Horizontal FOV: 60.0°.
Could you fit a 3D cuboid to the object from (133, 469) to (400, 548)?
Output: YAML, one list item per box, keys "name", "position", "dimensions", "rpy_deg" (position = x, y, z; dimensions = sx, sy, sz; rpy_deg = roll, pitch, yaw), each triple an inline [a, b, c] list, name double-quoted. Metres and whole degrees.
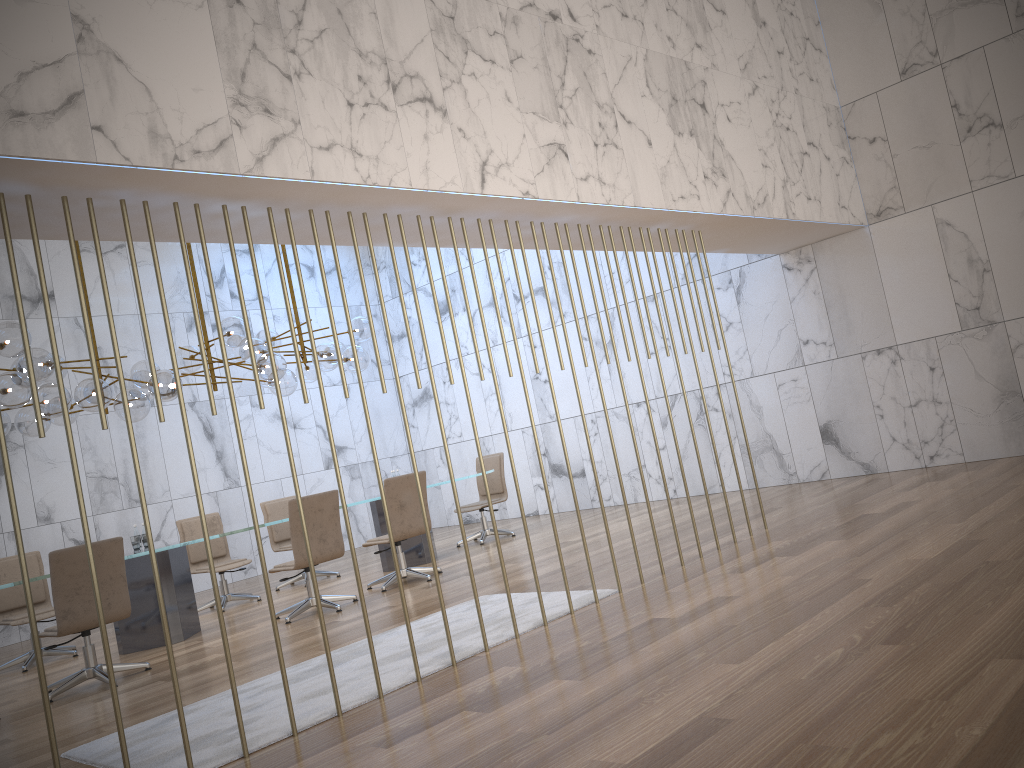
- name: "object"
  position: [-3.046, 1.306, 8.032]
  dimensions: [0.124, 0.213, 5.189]
  rpy_deg: [-15, -5, 44]

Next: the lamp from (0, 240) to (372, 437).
- name: "lamp"
  position: [-3.806, -0.890, 7.857]
  dimensions: [1.557, 2.716, 5.672]
  rpy_deg: [-15, -5, 44]

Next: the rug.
- name: "rug"
  position: [-0.786, 1.594, 5.104]
  dimensions: [1.320, 0.034, 3.025]
  rpy_deg: [-15, -5, 43]

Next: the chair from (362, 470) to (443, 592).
- name: "chair"
  position: [-1.076, 1.375, 8.346]
  dimensions: [0.697, 1.000, 0.726]
  rpy_deg: [-15, -5, 44]

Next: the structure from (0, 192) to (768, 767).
- name: "structure"
  position: [-0.714, 0.298, 4.537]
  dimensions: [0.023, 2.456, 7.223]
  rpy_deg: [-15, -5, 44]

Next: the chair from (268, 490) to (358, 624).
- name: "chair"
  position: [-1.762, 1.470, 7.634]
  dimensions: [0.697, 1.000, 0.726]
  rpy_deg: [-15, -5, 44]

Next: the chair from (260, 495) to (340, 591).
- name: "chair"
  position: [-2.426, 1.774, 10.109]
  dimensions: [0.697, 1.000, 0.726]
  rpy_deg: [-15, -5, 44]

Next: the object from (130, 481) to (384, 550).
- name: "object"
  position: [-3.011, 1.345, 7.986]
  dimensions: [0.183, 0.117, 5.112]
  rpy_deg: [-15, -5, 44]

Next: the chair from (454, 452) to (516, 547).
- name: "chair"
  position: [-0.368, 1.384, 10.672]
  dimensions: [0.697, 1.000, 0.726]
  rpy_deg: [-8, -5, -45]

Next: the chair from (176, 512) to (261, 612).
- name: "chair"
  position: [-3.117, 1.869, 9.392]
  dimensions: [0.697, 1.000, 0.726]
  rpy_deg: [-15, -5, 44]

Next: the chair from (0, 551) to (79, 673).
- name: "chair"
  position: [-4.391, 2.045, 8.068]
  dimensions: [0.697, 1.000, 0.726]
  rpy_deg: [-15, -5, 44]

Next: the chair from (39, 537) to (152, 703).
- name: "chair"
  position: [-3.039, 1.647, 6.306]
  dimensions: [0.697, 1.000, 0.726]
  rpy_deg: [-15, -5, 44]

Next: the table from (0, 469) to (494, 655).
- name: "table"
  position: [-3.151, 1.846, 7.757]
  dimensions: [2.092, 0.835, 7.924]
  rpy_deg: [-15, -5, 44]
